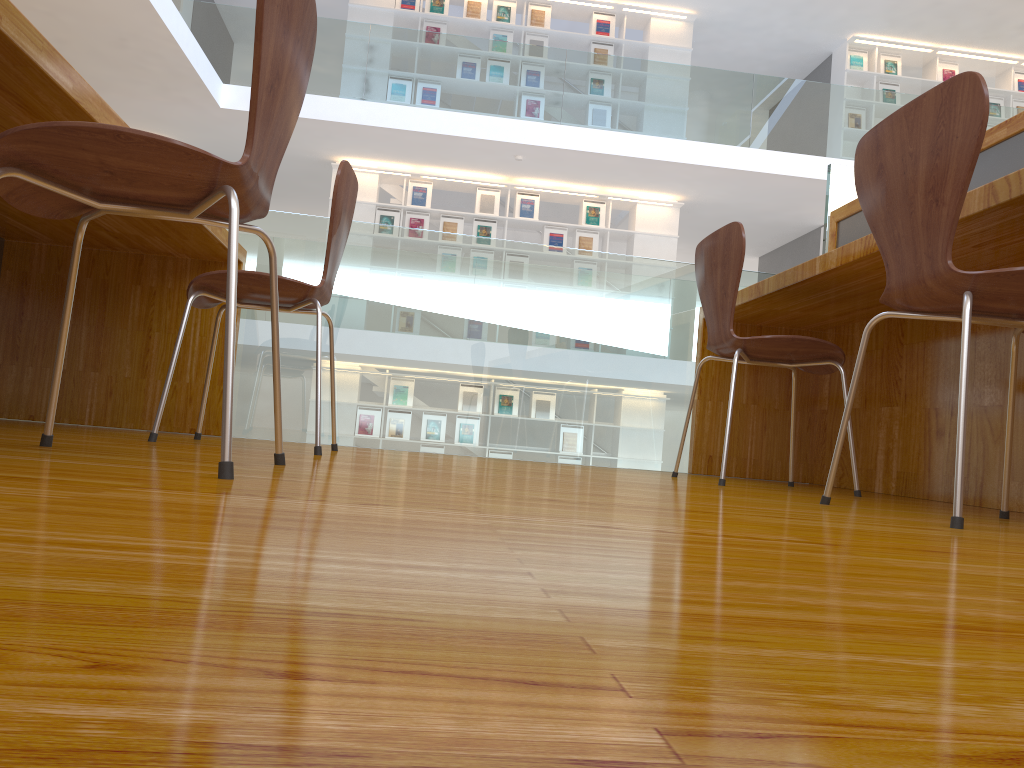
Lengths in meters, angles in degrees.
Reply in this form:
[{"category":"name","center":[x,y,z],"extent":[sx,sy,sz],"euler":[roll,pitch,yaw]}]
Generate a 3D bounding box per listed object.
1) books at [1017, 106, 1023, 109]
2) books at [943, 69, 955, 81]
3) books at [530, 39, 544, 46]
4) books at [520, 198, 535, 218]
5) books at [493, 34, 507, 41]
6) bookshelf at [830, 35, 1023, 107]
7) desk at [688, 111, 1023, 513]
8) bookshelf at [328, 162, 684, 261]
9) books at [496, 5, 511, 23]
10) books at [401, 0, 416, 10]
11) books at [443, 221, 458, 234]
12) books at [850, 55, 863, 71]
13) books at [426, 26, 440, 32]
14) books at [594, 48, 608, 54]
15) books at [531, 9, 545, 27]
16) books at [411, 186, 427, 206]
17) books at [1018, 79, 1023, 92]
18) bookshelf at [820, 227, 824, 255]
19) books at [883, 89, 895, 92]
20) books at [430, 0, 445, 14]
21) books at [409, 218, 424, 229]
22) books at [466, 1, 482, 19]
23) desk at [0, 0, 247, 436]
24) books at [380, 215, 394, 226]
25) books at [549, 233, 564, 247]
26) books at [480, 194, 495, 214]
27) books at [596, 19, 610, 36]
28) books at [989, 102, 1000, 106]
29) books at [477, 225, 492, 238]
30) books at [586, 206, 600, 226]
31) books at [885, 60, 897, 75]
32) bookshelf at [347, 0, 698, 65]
[{"category":"books","center":[5.774,-3.032,10.020],"extent":[0.145,0.210,0.037],"euler":[5,-3,-6]},{"category":"books","center":[4.900,-3.427,9.945],"extent":[0.145,0.210,0.037],"euler":[5,-3,-6]},{"category":"books","center":[0.257,-3.535,9.379],"extent":[0.145,0.210,0.037],"euler":[5,-3,-6]},{"category":"books","center":[0.159,-1.834,9.280],"extent":[0.145,0.210,0.037],"euler":[5,-3,-6]},{"category":"books","center":[-0.130,-3.580,9.339],"extent":[0.145,0.210,0.037],"euler":[5,-3,-6]},{"category":"bookshelf","center":[5.085,-2.788,9.966],"extent":[2.984,1.836,0.498],"euler":[5,-3,-6]},{"category":"desk","center":[1.464,-0.210,1.730],"extent":[1.248,1.022,3.216],"euler":[5,-3,-6]},{"category":"bookshelf","center":[-0.103,-1.206,9.324],"extent":[3.666,1.836,0.498],"euler":[5,-3,-6]},{"category":"books","center":[-0.089,-3.890,9.363],"extent":[0.145,0.210,0.037],"euler":[5,-3,-6]},{"category":"books","center":[-1.081,-3.986,9.260],"extent":[0.145,0.210,0.037],"euler":[5,-3,-6]},{"category":"books","center":[-0.644,-1.574,9.182],"extent":[0.145,0.210,0.037],"euler":[5,-3,-6]},{"category":"books","center":[3.823,-3.545,9.834],"extent":[0.145,0.210,0.037],"euler":[5,-3,-6]},{"category":"books","center":[-0.829,-3.632,9.269],"extent":[0.145,0.210,0.037],"euler":[5,-3,-6]},{"category":"books","center":[0.946,-3.474,9.454],"extent":[0.145,0.210,0.037],"euler":[5,-3,-6]},{"category":"books","center":[0.274,-3.865,9.401],"extent":[0.145,0.210,0.037],"euler":[5,-3,-6]},{"category":"books","center":[-0.958,-1.935,9.164],"extent":[0.145,0.210,0.037],"euler":[5,-3,-6]},{"category":"books","center":[5.800,-3.345,10.039],"extent":[0.145,0.210,0.037],"euler":[5,-3,-6]},{"category":"bookshelf","center":[4.913,-0.752,9.842],"extent":[2.984,1.836,0.498],"euler":[5,-3,-6]},{"category":"books","center":[4.188,-3.174,9.852],"extent":[0.145,0.210,0.037],"euler":[5,-3,-6]},{"category":"books","center":[-0.782,-3.957,9.288],"extent":[0.145,0.210,0.037],"euler":[5,-3,-6]},{"category":"books","center":[-0.988,-1.606,9.147],"extent":[0.145,0.210,0.037],"euler":[5,-3,-6]},{"category":"books","center":[-0.401,-3.926,9.331],"extent":[0.145,0.210,0.037],"euler":[5,-3,-6]},{"category":"desk","center":[-1.477,-0.195,1.179],"extent":[1.527,0.785,3.243],"euler":[5,-3,-6]},{"category":"books","center":[-1.290,-1.629,9.116],"extent":[0.145,0.210,0.037],"euler":[5,-3,-6]},{"category":"books","center":[0.462,-1.476,9.298],"extent":[0.145,0.210,0.037],"euler":[5,-3,-6]},{"category":"books","center":[-0.257,-1.870,9.237],"extent":[0.145,0.210,0.037],"euler":[5,-3,-6]},{"category":"books","center":[0.972,-3.787,9.473],"extent":[0.145,0.210,0.037],"euler":[5,-3,-6]},{"category":"books","center":[5.427,-3.064,9.984],"extent":[0.145,0.210,0.037],"euler":[5,-3,-6]},{"category":"books","center":[-0.291,-1.542,9.216],"extent":[0.145,0.210,0.037],"euler":[5,-3,-6]},{"category":"books","center":[0.853,-1.769,9.352],"extent":[0.145,0.210,0.037],"euler":[5,-3,-6]},{"category":"books","center":[4.220,-3.505,9.875],"extent":[0.145,0.210,0.037],"euler":[5,-3,-6]},{"category":"bookshelf","center":[0.069,-3.242,9.448],"extent":[3.666,1.836,0.498],"euler":[5,-3,-6]}]
